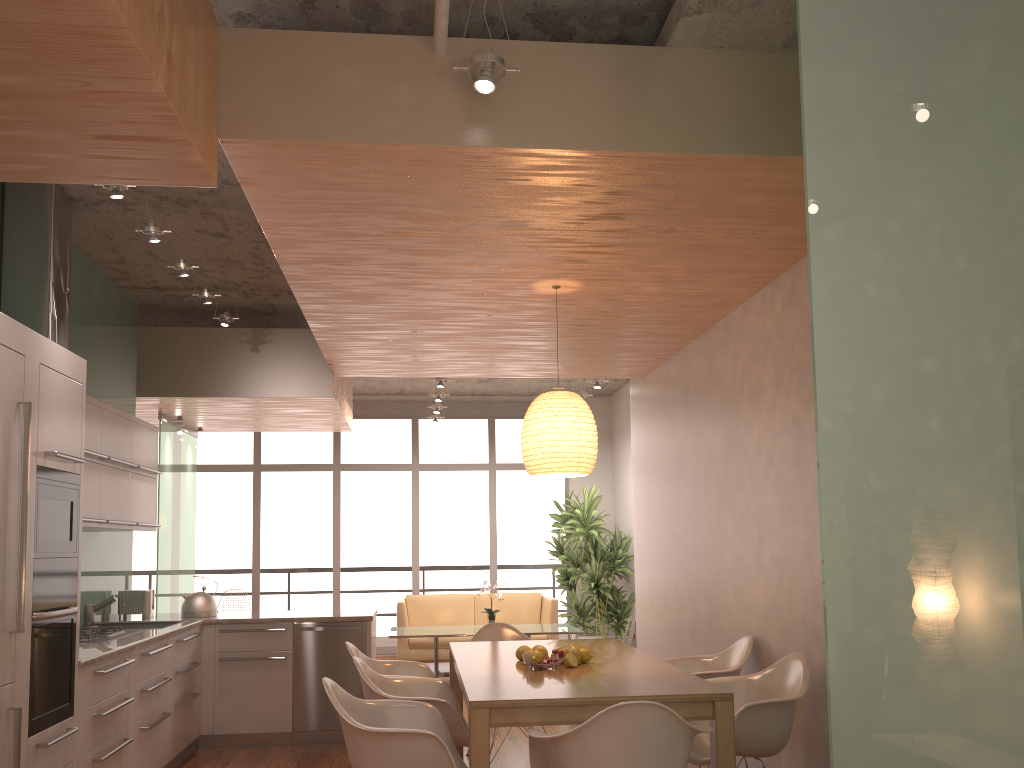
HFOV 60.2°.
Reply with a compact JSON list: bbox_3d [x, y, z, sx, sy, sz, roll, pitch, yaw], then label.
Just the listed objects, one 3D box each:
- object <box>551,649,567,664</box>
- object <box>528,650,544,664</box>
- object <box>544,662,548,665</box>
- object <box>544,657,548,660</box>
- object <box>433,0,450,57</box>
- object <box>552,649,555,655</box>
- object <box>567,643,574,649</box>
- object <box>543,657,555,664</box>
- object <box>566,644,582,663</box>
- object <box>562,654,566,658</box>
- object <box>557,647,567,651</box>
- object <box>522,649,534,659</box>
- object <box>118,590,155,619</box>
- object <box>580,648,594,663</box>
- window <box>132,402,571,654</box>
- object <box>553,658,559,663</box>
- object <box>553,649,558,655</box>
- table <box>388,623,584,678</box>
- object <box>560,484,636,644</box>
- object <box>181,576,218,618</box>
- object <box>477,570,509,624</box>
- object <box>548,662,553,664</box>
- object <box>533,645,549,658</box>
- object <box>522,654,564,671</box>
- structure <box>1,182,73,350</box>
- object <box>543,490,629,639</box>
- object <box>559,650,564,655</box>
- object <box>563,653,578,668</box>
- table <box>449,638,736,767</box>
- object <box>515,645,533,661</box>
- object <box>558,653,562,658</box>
[{"bbox_3d":[0.246,1.342,4.351,0.084,0.074,0.079,7,-11,-42],"label":"object"},{"bbox_3d":[0.115,1.288,4.151,0.082,0.071,0.081,4,-9,-29],"label":"object"},{"bbox_3d":[0.160,1.320,4.149,0.026,0.025,0.026,-3,-8,18],"label":"object"},{"bbox_3d":[0.168,1.374,4.405,0.026,0.026,0.024,0,-8,-7],"label":"object"},{"bbox_3d":[-0.059,-1.624,0.904,0.134,0.110,4.539,0,-10,-6],"label":"object"},{"bbox_3d":[0.209,1.317,4.339,0.025,0.026,0.026,5,-10,-38],"label":"object"},{"bbox_3d":[0.301,1.342,4.395,0.072,0.099,0.074,-5,-8,29],"label":"object"},{"bbox_3d":[0.177,1.320,4.192,0.076,0.042,0.093,-8,-12,39],"label":"object"},{"bbox_3d":[0.302,1.317,4.304,0.074,0.093,0.076,-1,-7,2],"label":"object"},{"bbox_3d":[0.256,1.322,4.280,0.026,0.026,0.024,0,-8,-7],"label":"object"},{"bbox_3d":[0.249,1.302,4.336,0.065,0.021,0.070,-10,-14,43],"label":"object"},{"bbox_3d":[0.092,1.339,4.331,0.081,0.071,0.084,2,-8,-17],"label":"object"},{"bbox_3d":[-2.782,1.634,6.555,0.237,0.200,0.155,0,-7,-6],"label":"object"},{"bbox_3d":[0.351,1.340,4.354,0.081,0.071,0.084,2,-8,-17],"label":"object"},{"bbox_3d":[-3.291,1.855,11.364,8.553,3.252,0.063,0,-5,-6],"label":"window"},{"bbox_3d":[0.207,1.308,4.166,0.026,0.026,0.023,-2,-7,6],"label":"object"},{"bbox_3d":[0.214,1.309,4.311,0.026,0.026,0.024,-5,-8,26],"label":"object"},{"bbox_3d":[-0.282,2.740,8.844,1.869,0.554,0.952,0,-9,-6],"label":"table"},{"bbox_3d":[1.060,2.235,10.389,0.968,2.085,1.090,-2,-6,7],"label":"object"},{"bbox_3d":[-2.335,1.586,6.596,0.262,0.302,0.265,-2,-7,10],"label":"object"},{"bbox_3d":[-0.203,2.166,8.874,0.297,0.584,0.375,0,-7,-12],"label":"object"},{"bbox_3d":[0.180,1.318,4.137,0.025,0.026,0.026,-4,-8,23],"label":"object"},{"bbox_3d":[0.143,1.363,4.476,0.078,0.077,0.081,4,-9,-31],"label":"object"},{"bbox_3d":[0.145,1.312,4.159,0.174,0.060,0.176,0,-10,-6],"label":"object"},{"bbox_3d":[-2.606,-0.531,4.841,0.255,1.123,0.265,0,-5,-6],"label":"structure"},{"bbox_3d":[0.974,2.359,11.058,1.082,2.086,0.974,-2,-6,12],"label":"object"},{"bbox_3d":[0.239,1.304,4.285,0.024,0.026,0.026,3,-8,-25],"label":"object"},{"bbox_3d":[0.276,1.314,4.201,0.064,0.068,0.074,-5,-9,31],"label":"object"},{"bbox_3d":[0.245,1.785,4.363,1.025,0.801,2.099,0,-10,-6],"label":"table"},{"bbox_3d":[0.059,1.367,4.482,0.078,0.077,0.081,2,-8,-20],"label":"object"},{"bbox_3d":[0.235,1.319,4.296,0.024,0.026,0.026,3,-8,-25],"label":"object"}]
